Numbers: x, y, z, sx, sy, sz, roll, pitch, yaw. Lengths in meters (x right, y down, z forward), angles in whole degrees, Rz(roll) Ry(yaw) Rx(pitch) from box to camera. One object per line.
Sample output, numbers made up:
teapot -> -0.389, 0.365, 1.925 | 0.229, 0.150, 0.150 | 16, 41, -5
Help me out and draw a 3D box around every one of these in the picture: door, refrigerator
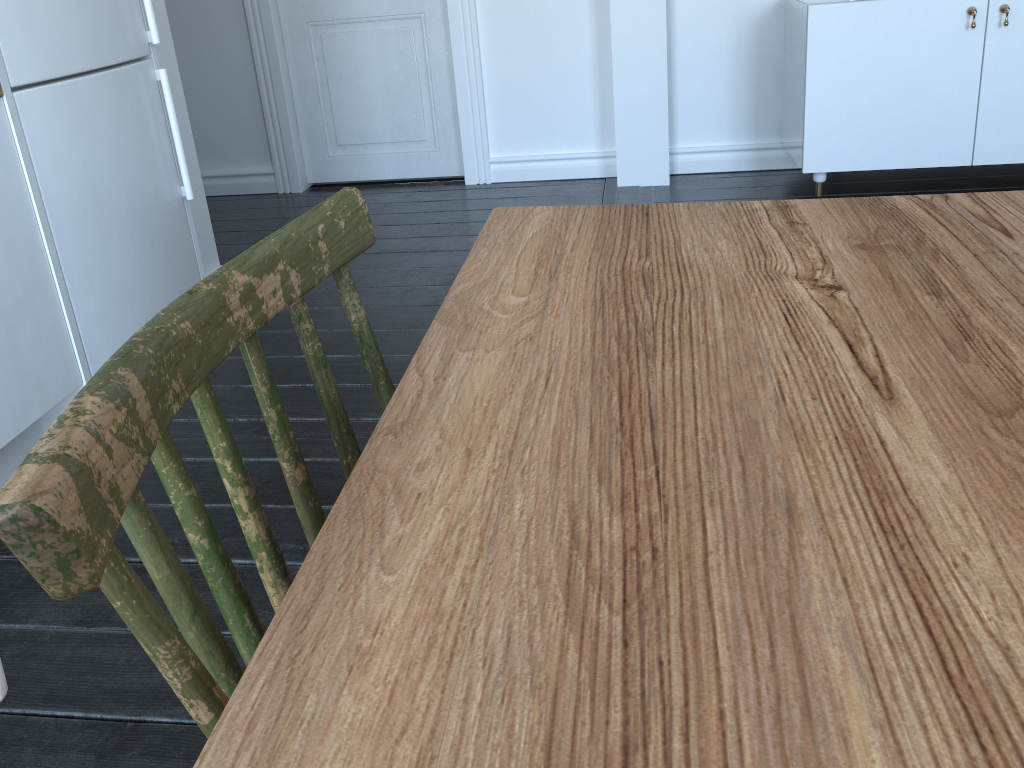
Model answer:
door -> -0.704, -2.049, 3.772 | 1.041, 2.377, 0.121 | -1, 22, 9
refrigerator -> -1.307, -0.823, 2.125 | 0.681, 1.730, 0.600 | -2, 22, 9

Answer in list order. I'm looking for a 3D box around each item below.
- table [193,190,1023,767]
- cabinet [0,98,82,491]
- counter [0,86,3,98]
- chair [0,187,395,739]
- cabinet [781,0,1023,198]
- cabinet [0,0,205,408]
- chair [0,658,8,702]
table -> 0.362, 0.621, 0.074 | 1.017, 0.688, 2.325 | -1, 26, 9
cabinet -> -1.697, 0.486, 0.609 | 0.729, 0.781, 3.318 | 2, 27, 16
counter -> -1.676, 0.102, 0.443 | 0.846, 0.071, 3.236 | -1, 26, 9
chair -> 0.050, 0.302, 0.659 | 0.485, 0.795, 0.487 | -2, 23, 8
cabinet -> 1.709, -1.144, 3.394 | 1.200, 0.706, 0.615 | -1, 24, 9
cabinet -> -1.690, -0.357, 0.628 | 0.780, 2.275, 3.954 | 0, 25, 12
chair -> -0.033, 0.525, 0.205 | 0.509, 0.809, 0.486 | -1, 23, 9
